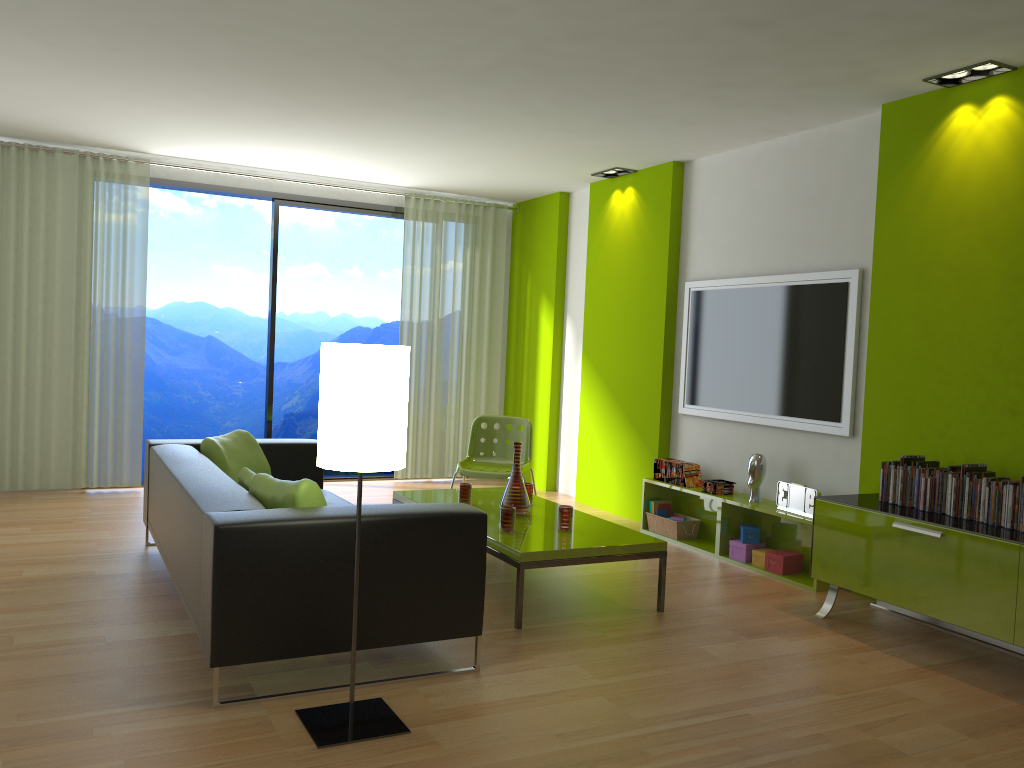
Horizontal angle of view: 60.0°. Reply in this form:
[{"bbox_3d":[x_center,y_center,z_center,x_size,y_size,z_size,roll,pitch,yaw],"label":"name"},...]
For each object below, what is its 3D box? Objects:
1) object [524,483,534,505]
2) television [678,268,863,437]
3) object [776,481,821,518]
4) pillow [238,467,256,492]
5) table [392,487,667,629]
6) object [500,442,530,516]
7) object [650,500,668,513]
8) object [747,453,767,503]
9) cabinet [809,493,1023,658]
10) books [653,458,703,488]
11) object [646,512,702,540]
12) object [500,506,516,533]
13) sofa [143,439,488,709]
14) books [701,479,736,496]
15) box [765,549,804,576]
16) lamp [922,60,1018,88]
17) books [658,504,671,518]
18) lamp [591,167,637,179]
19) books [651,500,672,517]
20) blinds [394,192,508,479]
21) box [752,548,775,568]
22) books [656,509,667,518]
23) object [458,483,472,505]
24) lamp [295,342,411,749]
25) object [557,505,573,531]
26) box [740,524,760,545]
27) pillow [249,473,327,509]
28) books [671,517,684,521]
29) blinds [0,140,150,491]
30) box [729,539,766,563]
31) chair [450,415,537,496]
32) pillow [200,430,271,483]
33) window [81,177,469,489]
[{"bbox_3d":[0.086,0.643,5.189,0.076,0.122,0.075,3,2,7],"label":"object"},{"bbox_3d":[1.567,-0.214,5.624,0.028,0.941,1.537,1,3,-27],"label":"television"},{"bbox_3d":[1.644,0.661,5.095,0.047,0.176,0.340,2,2,-22],"label":"object"},{"bbox_3d":[-1.065,0.542,3.878,0.164,0.317,0.380,0,3,-44],"label":"pillow"},{"bbox_3d":[0.006,0.884,4.879,0.810,0.349,1.682,1,3,-27],"label":"table"},{"bbox_3d":[0.022,0.514,4.815,0.168,0.400,0.168,1,3,-41],"label":"object"},{"bbox_3d":[1.040,0.921,6.244,0.158,0.200,0.040,1,3,-27],"label":"object"},{"bbox_3d":[1.501,0.578,5.439,0.107,0.305,0.107,4,3,29],"label":"object"},{"bbox_3d":[2.469,0.957,3.041,0.547,0.593,3.384,1,3,-27],"label":"cabinet"},{"bbox_3d":[1.141,0.608,6.075,0.147,0.150,0.370,1,3,-27],"label":"books"},{"bbox_3d":[1.107,0.973,6.105,0.213,0.129,0.367,1,3,-27],"label":"object"},{"bbox_3d":[-0.021,0.671,4.378,0.076,0.122,0.075,3,2,7],"label":"object"},{"bbox_3d":[-1.109,0.715,4.314,1.061,0.639,2.583,1,3,-27],"label":"sofa"},{"bbox_3d":[1.326,0.665,5.714,0.164,0.078,0.172,1,3,-29],"label":"books"},{"bbox_3d":[1.586,1.043,5.171,0.202,0.116,0.135,1,3,-32],"label":"box"},{"bbox_3d":[2.149,-1.514,4.164,0.192,0.131,0.352,1,3,-27],"label":"lamp"},{"bbox_3d":[1.071,0.933,6.208,0.105,0.182,0.031,1,3,-27],"label":"books"},{"bbox_3d":[0.784,-1.682,6.815,0.192,0.131,0.352,1,3,-27],"label":"lamp"},{"bbox_3d":[1.051,0.921,6.222,0.158,0.202,0.051,1,3,-27],"label":"books"},{"bbox_3d":[-0.563,-0.416,8.176,1.012,2.568,0.067,1,3,-27],"label":"blinds"},{"bbox_3d":[1.525,1.046,5.318,0.169,0.093,0.102,1,3,-32],"label":"box"},{"bbox_3d":[1.044,0.950,6.180,0.086,0.148,0.025,1,3,-27],"label":"books"},{"bbox_3d":[-0.268,0.632,5.069,0.076,0.122,0.075,3,2,7],"label":"object"},{"bbox_3d":[-0.499,0.493,2.889,0.302,1.244,0.295,1,3,-27],"label":"lamp"},{"bbox_3d":[0.269,0.680,4.486,0.075,0.122,0.076,4,3,28],"label":"object"},{"bbox_3d":[1.458,0.922,5.438,0.102,0.093,0.138,3,2,8],"label":"box"},{"bbox_3d":[-0.873,0.550,3.534,0.210,0.403,0.457,1,3,-41],"label":"pillow"},{"bbox_3d":[1.133,0.923,6.061,0.087,0.008,0.110,3,2,13],"label":"books"},{"bbox_3d":[-3.334,-0.482,6.745,1.012,2.568,0.067,1,3,-27],"label":"blinds"},{"bbox_3d":[1.444,1.025,5.446,0.202,0.116,0.135,1,3,-32],"label":"box"},{"bbox_3d":[-0.124,0.618,6.241,0.640,0.759,0.546,3,2,11],"label":"chair"},{"bbox_3d":[-1.581,0.454,5.035,0.269,0.362,0.399,3,2,21],"label":"pillow"},{"bbox_3d":[-1.887,-0.375,7.749,3.336,2.498,0.219,1,3,-27],"label":"window"}]
